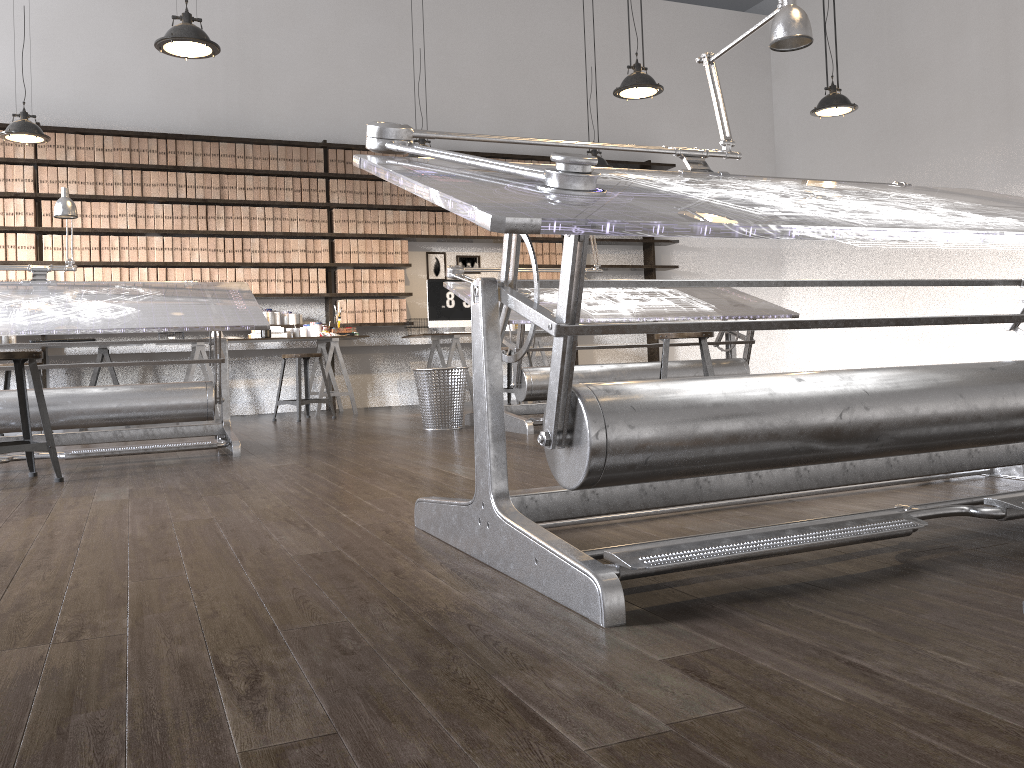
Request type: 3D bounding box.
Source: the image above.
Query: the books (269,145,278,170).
[{"bbox_3d":[-2.148,-2.003,7.928,0.067,0.226,0.174,-2,0,-23],"label":"books"}]

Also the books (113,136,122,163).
[{"bbox_3d":[-3.311,-1.943,7.429,0.067,0.226,0.174,-2,0,-23],"label":"books"}]

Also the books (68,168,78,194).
[{"bbox_3d":[-3.610,-1.650,7.287,0.067,0.226,0.174,-2,0,-23],"label":"books"}]

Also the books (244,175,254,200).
[{"bbox_3d":[-2.333,-1.716,7.839,0.067,0.226,0.174,-2,0,-23],"label":"books"}]

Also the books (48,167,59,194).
[{"bbox_3d":[-3.742,-1.643,7.233,0.067,0.226,0.174,-2,0,-23],"label":"books"}]

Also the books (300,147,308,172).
[{"bbox_3d":[-1.902,-2.016,8.040,0.067,0.226,0.174,-2,0,-23],"label":"books"}]

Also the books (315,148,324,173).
[{"bbox_3d":[-1.770,-2.023,8.092,0.067,0.226,0.174,-2,0,-23],"label":"books"}]

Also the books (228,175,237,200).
[{"bbox_3d":[-2.465,-1.709,7.784,0.067,0.226,0.174,-2,0,-23],"label":"books"}]

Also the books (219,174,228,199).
[{"bbox_3d":[-2.529,-1.706,7.758,0.067,0.226,0.174,-2,0,-23],"label":"books"}]

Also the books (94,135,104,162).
[{"bbox_3d":[-3.434,-1.937,7.373,0.067,0.226,0.174,-2,0,-23],"label":"books"}]

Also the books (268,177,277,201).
[{"bbox_3d":[-2.153,-1.725,7.920,0.067,0.226,0.174,-2,0,-23],"label":"books"}]

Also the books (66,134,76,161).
[{"bbox_3d":[-3.627,-1.927,7.291,0.067,0.226,0.174,-2,0,-23],"label":"books"}]

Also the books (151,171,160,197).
[{"bbox_3d":[-3.037,-1.680,7.536,0.067,0.226,0.174,-2,0,-23],"label":"books"}]

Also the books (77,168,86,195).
[{"bbox_3d":[-3.553,-1.653,7.314,0.067,0.226,0.174,-2,0,-23],"label":"books"}]

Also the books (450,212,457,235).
[{"bbox_3d":[-0.596,-1.536,8.575,0.067,0.226,0.174,-2,0,-23],"label":"books"}]

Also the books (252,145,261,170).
[{"bbox_3d":[-2.278,-1.997,7.878,0.067,0.226,0.174,-2,0,-23],"label":"books"}]

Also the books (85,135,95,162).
[{"bbox_3d":[-3.500,-1.934,7.348,0.067,0.226,0.174,-2,0,-23],"label":"books"}]

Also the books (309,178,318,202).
[{"bbox_3d":[-1.821,-1.742,8.064,0.067,0.226,0.174,-2,0,-23],"label":"books"}]

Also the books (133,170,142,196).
[{"bbox_3d":[-3.164,-1.673,7.478,0.067,0.226,0.174,-2,0,-23],"label":"books"}]

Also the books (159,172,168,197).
[{"bbox_3d":[-2.977,-1.683,7.557,0.067,0.226,0.174,-2,0,-23],"label":"books"}]

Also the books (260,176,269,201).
[{"bbox_3d":[-2.213,-1.722,7.888,0.067,0.226,0.174,-2,0,-23],"label":"books"}]

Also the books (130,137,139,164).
[{"bbox_3d":[-3.189,-1.950,7.484,0.067,0.226,0.174,-2,0,-23],"label":"books"}]

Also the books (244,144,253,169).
[{"bbox_3d":[-2.341,-1.993,7.847,0.067,0.226,0.174,-2,0,-23],"label":"books"}]

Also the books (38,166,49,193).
[{"bbox_3d":[-3.806,-1.640,7.207,0.067,0.226,0.174,-2,0,-23],"label":"books"}]

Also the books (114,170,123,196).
[{"bbox_3d":[-3.298,-1.666,7.421,0.067,0.226,0.174,-2,0,-23],"label":"books"}]

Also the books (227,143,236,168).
[{"bbox_3d":[-2.472,-1.986,7.786,0.067,0.226,0.174,-2,0,-23],"label":"books"}]

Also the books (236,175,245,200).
[{"bbox_3d":[-2.399,-1.712,7.809,0.067,0.226,0.174,-2,0,-23],"label":"books"}]

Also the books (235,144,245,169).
[{"bbox_3d":[-2.406,-1.990,7.815,0.067,0.226,0.174,-2,0,-23],"label":"books"}]

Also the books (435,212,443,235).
[{"bbox_3d":[-0.724,-1.529,8.521,0.067,0.226,0.174,-2,0,-23],"label":"books"}]

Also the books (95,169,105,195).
[{"bbox_3d":[-3.430,-1.659,7.368,0.067,0.226,0.174,-2,0,-23],"label":"books"}]

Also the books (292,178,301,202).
[{"bbox_3d":[-1.958,-1.735,8.005,0.067,0.226,0.174,-2,0,-23],"label":"books"}]

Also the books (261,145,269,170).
[{"bbox_3d":[-2.214,-2.000,7.904,0.067,0.226,0.174,-2,0,-23],"label":"books"}]

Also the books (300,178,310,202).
[{"bbox_3d":[-1.887,-1.739,8.029,0.067,0.226,0.174,-2,0,-23],"label":"books"}]

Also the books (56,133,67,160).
[{"bbox_3d":[-3.692,-1.924,7.259,0.067,0.226,0.174,-2,0,-23],"label":"books"}]

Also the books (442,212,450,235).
[{"bbox_3d":[-0.659,-1.533,8.555,0.067,0.226,0.174,-2,0,-23],"label":"books"}]

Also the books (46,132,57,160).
[{"bbox_3d":[-3.759,-1.920,7.231,0.067,0.226,0.174,-2,0,-23],"label":"books"}]

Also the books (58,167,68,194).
[{"bbox_3d":[-3.676,-1.647,7.257,0.067,0.226,0.174,-2,0,-23],"label":"books"}]

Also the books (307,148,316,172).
[{"bbox_3d":[-1.837,-2.019,8.068,0.067,0.226,0.174,-2,0,-23],"label":"books"}]

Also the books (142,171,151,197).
[{"bbox_3d":[-3.098,-1.677,7.512,0.067,0.226,0.174,-2,0,-23],"label":"books"}]

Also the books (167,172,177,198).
[{"bbox_3d":[-2.911,-1.686,7.586,0.067,0.226,0.174,-2,0,-23],"label":"books"}]

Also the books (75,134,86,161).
[{"bbox_3d":[-3.565,-1.930,7.322,0.067,0.226,0.174,-2,0,-23],"label":"books"}]

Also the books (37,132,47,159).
[{"bbox_3d":[-3.819,-1.917,7.210,0.067,0.226,0.174,-2,0,-23],"label":"books"}]

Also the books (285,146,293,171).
[{"bbox_3d":[-2.025,-2.010,7.985,0.067,0.226,0.174,-2,0,-23],"label":"books"}]

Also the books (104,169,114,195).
[{"bbox_3d":[-3.365,-1.663,7.396,0.067,0.226,0.174,-2,0,-23],"label":"books"}]

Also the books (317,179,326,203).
[{"bbox_3d":[-1.751,-1.746,8.092,0.067,0.226,0.174,-2,0,-23],"label":"books"}]

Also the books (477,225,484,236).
[{"bbox_3d":[-0.334,-1.549,8.693,0.067,0.226,0.174,-2,0,-23],"label":"books"}]

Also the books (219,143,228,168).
[{"bbox_3d":[-2.532,-1.984,7.765,0.067,0.226,0.174,-2,0,-23],"label":"books"}]

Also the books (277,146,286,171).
[{"bbox_3d":[-2.082,-2.007,7.959,0.067,0.226,0.174,-2,0,-23],"label":"books"}]

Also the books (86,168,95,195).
[{"bbox_3d":[-3.490,-1.656,7.336,0.067,0.226,0.174,-2,0,-23],"label":"books"}]

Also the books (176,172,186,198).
[{"bbox_3d":[-2.846,-1.689,7.618,0.067,0.226,0.174,-2,0,-23],"label":"books"}]

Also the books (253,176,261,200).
[{"bbox_3d":[-2.276,-1.719,7.866,0.067,0.226,0.174,-2,0,-23],"label":"books"}]

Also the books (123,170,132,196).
[{"bbox_3d":[-3.235,-1.670,7.453,0.067,0.226,0.174,-2,0,-23],"label":"books"}]

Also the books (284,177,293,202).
[{"bbox_3d":[-2.021,-1.732,7.972,0.067,0.226,0.174,-2,0,-23],"label":"books"}]

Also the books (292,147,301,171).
[{"bbox_3d":[-1.962,-2.013,8.007,0.067,0.226,0.174,-2,0,-23],"label":"books"}]

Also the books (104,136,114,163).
[{"bbox_3d":[-3.368,-1.940,7.403,0.067,0.226,0.174,-2,0,-23],"label":"books"}]

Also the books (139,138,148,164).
[{"bbox_3d":[-3.123,-1.953,7.512,0.067,0.226,0.174,-2,0,-23],"label":"books"}]

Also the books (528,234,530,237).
[{"bbox_3d":[0.116,-1.573,8.886,0.067,0.226,0.174,-2,0,-23],"label":"books"}]

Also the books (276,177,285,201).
[{"bbox_3d":[-2.088,-1.729,7.948,0.067,0.226,0.174,-2,0,-23],"label":"books"}]
